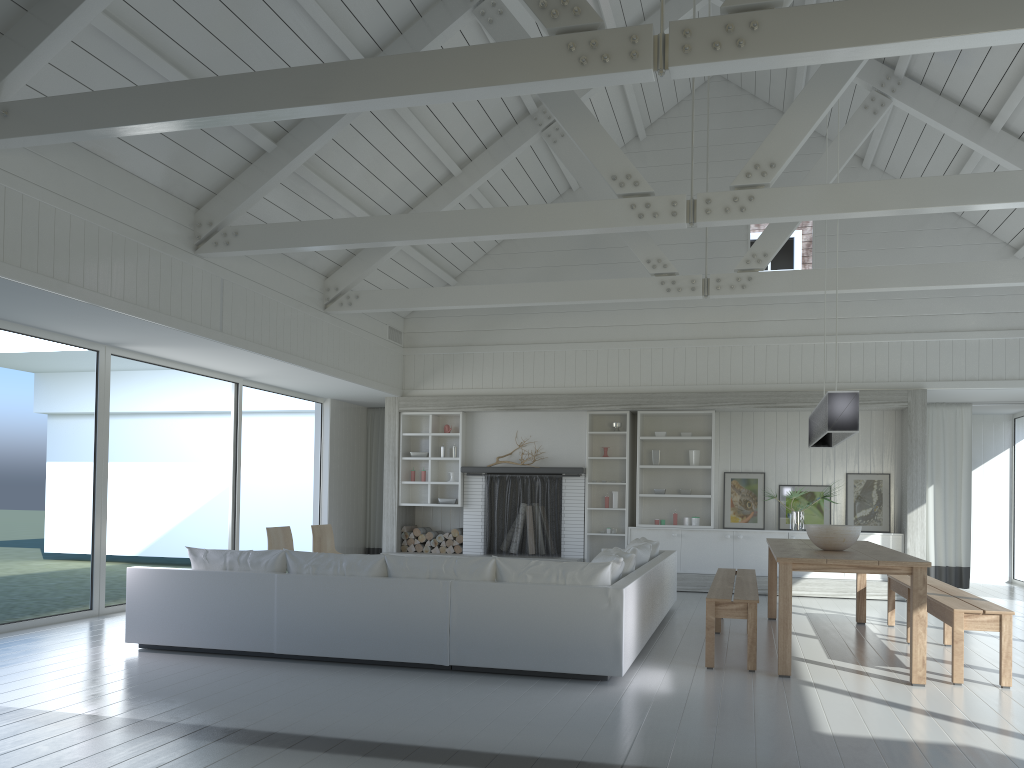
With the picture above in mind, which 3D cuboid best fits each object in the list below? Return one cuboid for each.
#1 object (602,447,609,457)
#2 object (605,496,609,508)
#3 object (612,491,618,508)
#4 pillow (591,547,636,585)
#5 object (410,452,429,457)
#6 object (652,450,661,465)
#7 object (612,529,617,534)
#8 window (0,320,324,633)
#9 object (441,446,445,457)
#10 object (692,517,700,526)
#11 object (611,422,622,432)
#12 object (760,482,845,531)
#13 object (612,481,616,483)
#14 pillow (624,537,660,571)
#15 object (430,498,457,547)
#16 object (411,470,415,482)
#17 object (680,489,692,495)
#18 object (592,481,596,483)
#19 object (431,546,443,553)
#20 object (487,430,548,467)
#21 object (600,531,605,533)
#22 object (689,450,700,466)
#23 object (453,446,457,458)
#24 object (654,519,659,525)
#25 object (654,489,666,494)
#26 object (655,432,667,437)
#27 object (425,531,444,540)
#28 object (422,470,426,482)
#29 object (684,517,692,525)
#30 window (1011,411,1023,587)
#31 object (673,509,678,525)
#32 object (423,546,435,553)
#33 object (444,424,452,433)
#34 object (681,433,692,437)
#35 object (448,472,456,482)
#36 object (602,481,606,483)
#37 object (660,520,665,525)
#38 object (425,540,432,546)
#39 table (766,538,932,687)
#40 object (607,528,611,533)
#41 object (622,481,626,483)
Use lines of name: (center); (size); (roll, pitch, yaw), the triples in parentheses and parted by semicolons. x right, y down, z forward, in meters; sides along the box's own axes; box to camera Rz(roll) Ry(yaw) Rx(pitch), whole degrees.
object: (1.194, 0.876, 11.237); (0.137, 0.130, 0.137); (4, -5, -32)
object: (1.210, 1.480, 11.222); (0.054, 0.196, 0.054); (1, -2, 14)
object: (1.312, 1.471, 11.193); (0.072, 0.210, 0.071); (1, -2, 14)
pillow: (0.691, 1.486, 6.613); (0.466, 0.476, 1.326); (0, -7, 6)
object: (-1.237, 0.953, 11.797); (0.242, 0.072, 0.244); (1, -7, 0)
object: (1.813, 0.929, 11.067); (0.102, 0.196, 0.103); (0, -2, 15)
object: (1.303, 1.866, 11.189); (0.058, 0.061, 0.058); (0, -4, 14)
window: (-3.692, 0.859, 7.869); (0.080, 2.411, 8.764); (1, -7, 15)
object: (-0.916, 0.884, 11.697); (0.054, 0.196, 0.054); (1, -2, 16)
object: (2.271, 1.695, 10.903); (0.085, 0.111, 0.085); (4, -4, -40)
object: (1.327, 0.553, 11.180); (0.162, 0.124, 0.162); (5, -7, -42)
object: (3.439, 1.427, 10.433); (0.971, 0.628, 0.625); (0, -4, 12)
object: (1.301, 1.250, 11.241); (0.054, 0.025, 0.054); (-1, -6, 15)
pillow: (1.156, 1.697, 8.211); (0.462, 0.475, 2.069); (0, -7, 7)
object: (-0.907, 1.860, 11.839); (0.341, 0.641, 0.615); (1, -4, 0)
object: (-1.324, 1.210, 11.799); (0.054, 0.196, 0.054); (1, -2, 16)
object: (2.190, 1.364, 11.104); (0.141, 0.066, 0.142); (-1, -6, 15)
object: (1.044, 1.240, 11.197); (0.054, 0.025, 0.054); (-1, -6, 15)
object: (-0.941, 2.242, 11.894); (0.134, 0.146, 0.551); (0, -7, 15)
object: (0.113, 0.828, 11.279); (0.783, 0.501, 0.459); (2, -4, -15)
object: (1.157, 1.887, 11.230); (0.054, 0.025, 0.054); (-1, -6, 15)
object: (2.266, 0.921, 10.946); (0.103, 0.196, 0.103); (2, -3, -30)
object: (-0.755, 0.881, 11.654); (0.054, 0.196, 0.054); (1, -2, 16)
object: (1.814, 1.724, 11.039); (0.054, 0.071, 0.054); (1, -3, -6)
object: (1.855, 1.351, 11.046); (0.141, 0.066, 0.142); (-1, -6, 15)
object: (1.866, 0.638, 11.059); (0.141, 0.066, 0.142); (-1, -6, 15)
object: (-1.039, 2.044, 11.908); (0.109, 0.109, 0.497); (0, -7, 13)
object: (-1.177, 1.207, 11.760); (0.054, 0.196, 0.054); (1, -2, 16)
object: (2.197, 1.713, 10.993); (0.090, 0.095, 0.092); (4, -5, -41)
window: (7.061, 1.585, 12.184); (0.037, 2.422, 0.949); (1, -2, 15)
object: (2.038, 1.660, 10.997); (0.054, 0.196, 0.054); (1, -2, 14)
object: (-1.066, 2.210, 11.919); (0.105, 0.114, 0.520); (0, -7, 14)
object: (-0.853, 0.598, 11.677); (0.059, 0.126, 0.232); (2, -6, -30)
object: (2.201, 0.651, 11.117); (0.141, 0.066, 0.142); (-1, -6, 15)
object: (-0.788, 1.233, 11.652); (0.137, 0.130, 0.138); (1, -4, 2)
object: (1.173, 1.245, 11.219); (0.054, 0.025, 0.054); (-1, -6, 15)
object: (1.888, 1.731, 11.047); (0.058, 0.061, 0.058); (1, -4, -8)
object: (-1.058, 2.136, 11.897); (0.080, 0.079, 0.480); (0, -7, 13)
table: (2.491, 1.664, 6.903); (0.906, 0.760, 2.966); (0, -7, 15)
object: (1.232, 1.862, 11.210); (0.054, 0.071, 0.054); (0, -3, 14)
object: (1.430, 1.255, 11.263); (0.054, 0.025, 0.054); (-1, -6, 15)
